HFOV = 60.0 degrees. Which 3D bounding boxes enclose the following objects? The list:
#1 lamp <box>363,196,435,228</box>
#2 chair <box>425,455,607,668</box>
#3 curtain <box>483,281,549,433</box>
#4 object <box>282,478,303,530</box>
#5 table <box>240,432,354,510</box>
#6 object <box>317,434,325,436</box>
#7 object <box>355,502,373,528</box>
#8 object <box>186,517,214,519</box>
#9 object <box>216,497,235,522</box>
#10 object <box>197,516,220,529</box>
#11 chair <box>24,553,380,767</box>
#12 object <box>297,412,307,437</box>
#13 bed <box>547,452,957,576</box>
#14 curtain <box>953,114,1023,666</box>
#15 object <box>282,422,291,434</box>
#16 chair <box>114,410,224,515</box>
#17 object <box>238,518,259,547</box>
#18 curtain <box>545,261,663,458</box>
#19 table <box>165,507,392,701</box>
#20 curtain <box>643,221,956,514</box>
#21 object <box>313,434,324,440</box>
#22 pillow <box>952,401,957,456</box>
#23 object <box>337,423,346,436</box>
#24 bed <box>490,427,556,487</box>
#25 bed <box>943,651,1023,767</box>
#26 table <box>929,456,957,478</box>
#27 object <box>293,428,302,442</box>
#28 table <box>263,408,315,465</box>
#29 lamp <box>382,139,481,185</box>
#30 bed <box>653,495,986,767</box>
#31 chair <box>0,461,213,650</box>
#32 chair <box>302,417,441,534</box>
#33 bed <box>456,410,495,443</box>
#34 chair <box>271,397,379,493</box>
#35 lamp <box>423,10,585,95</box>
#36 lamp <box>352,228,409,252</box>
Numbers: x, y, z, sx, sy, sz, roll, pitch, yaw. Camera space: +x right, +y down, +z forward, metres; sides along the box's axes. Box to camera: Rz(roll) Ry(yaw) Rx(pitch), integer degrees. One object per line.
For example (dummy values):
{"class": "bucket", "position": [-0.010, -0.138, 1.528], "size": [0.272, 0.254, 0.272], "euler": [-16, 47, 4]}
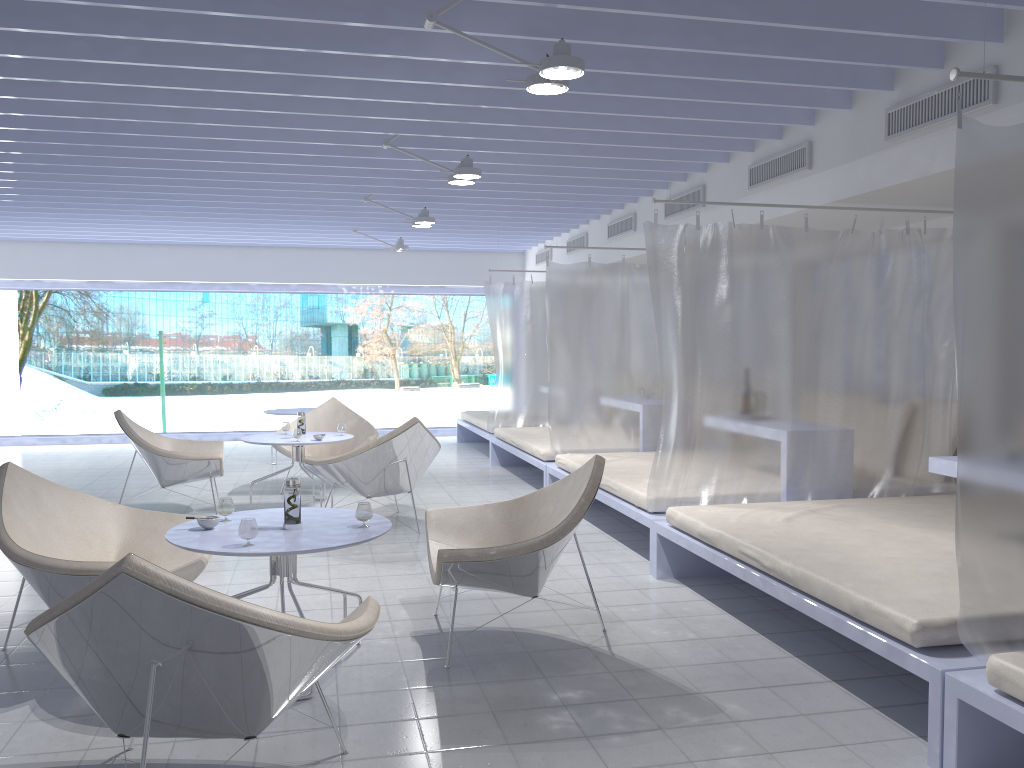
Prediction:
{"class": "lamp", "position": [-0.952, -1.454, 7.444], "size": [0.587, 0.218, 0.380], "euler": [-1, 3, -13]}
{"class": "chair", "position": [0.034, 0.679, 3.727], "size": [0.753, 0.759, 0.906], "euler": [0, 3, -9]}
{"class": "curtain", "position": [0.706, -0.287, 9.151], "size": [2.050, 1.552, 0.151], "euler": [-1, 3, -13]}
{"class": "object", "position": [-0.826, 0.450, 3.336], "size": [0.075, 0.185, 0.075], "euler": [2, 3, 40]}
{"class": "table", "position": [-1.599, 0.664, 6.633], "size": [0.825, 0.534, 0.823], "euler": [-1, 3, -21]}
{"class": "object", "position": [-1.374, 0.366, 6.374], "size": [0.098, 0.016, 0.012], "euler": [2, 3, 44]}
{"class": "object", "position": [-0.562, 0.495, 3.366], "size": [0.068, 0.091, 0.068], "euler": [-1, 3, -23]}
{"class": "object", "position": [-1.168, 0.502, 3.318], "size": [0.098, 0.016, 0.012], "euler": [-1, 3, -13]}
{"class": "object", "position": [-1.122, 0.490, 3.475], "size": [0.068, 0.091, 0.068], "euler": [-1, 3, -23]}
{"class": "object", "position": [-1.136, 0.521, 3.321], "size": [0.082, 0.043, 0.082], "euler": [0, 3, -11]}
{"class": "chair", "position": [-0.840, 0.741, 2.323], "size": [0.906, 0.759, 0.753], "euler": [0, 3, 2]}
{"class": "object", "position": [-1.579, 0.301, 6.646], "size": [0.075, 0.189, 0.075], "euler": [-1, 3, -21]}
{"class": "bed", "position": [1.493, 0.750, 5.973], "size": [2.022, 0.422, 2.200], "euler": [-1, 3, -13]}
{"class": "curtain", "position": [2.193, 0.020, 2.690], "size": [1.998, 1.559, 0.125], "euler": [-1, 3, -14]}
{"class": "object", "position": [-1.746, 0.341, 6.854], "size": [0.068, 0.091, 0.068], "euler": [0, 3, 10]}
{"class": "chair", "position": [-2.501, 0.557, 6.473], "size": [0.753, 0.759, 0.906], "euler": [-1, 3, -17]}
{"class": "object", "position": [-0.907, 0.509, 3.051], "size": [0.068, 0.091, 0.068], "euler": [-1, 3, -23]}
{"class": "curtain", "position": [1.229, -0.171, 6.998], "size": [1.998, 1.559, 0.125], "euler": [-1, 3, -14]}
{"class": "table", "position": [-0.869, 0.808, 3.366], "size": [0.825, 0.534, 0.823], "euler": [-2, 3, -36]}
{"class": "curtain", "position": [1.670, -0.096, 4.844], "size": [2.050, 1.552, 0.151], "euler": [-1, 3, -13]}
{"class": "object", "position": [-1.393, 0.385, 6.400], "size": [0.082, 0.043, 0.082], "euler": [-2, 4, -44]}
{"class": "pillow", "position": [2.574, 0.340, 5.475], "size": [0.231, 0.510, 0.572], "euler": [-1, 3, -12]}
{"class": "object", "position": [-1.294, 0.346, 6.738], "size": [0.068, 0.091, 0.068], "euler": [-1, 3, -20]}
{"class": "bed", "position": [0.996, 0.652, 8.120], "size": [2.016, 0.427, 2.200], "euler": [-1, 3, -13]}
{"class": "bed", "position": [2.442, 0.938, 1.659], "size": [2.016, 0.427, 2.200], "euler": [-1, 3, -13]}
{"class": "table", "position": [2.083, 0.554, 3.294], "size": [0.416, 0.450, 1.065], "euler": [-1, 3, -13]}
{"class": "object", "position": [-1.530, 0.364, 6.326], "size": [0.068, 0.091, 0.068], "euler": [1, 3, 16]}
{"class": "table", "position": [-2.176, 0.546, 9.293], "size": [0.825, 0.534, 0.823], "euler": [2, 3, 34]}
{"class": "lamp", "position": [-0.496, -1.363, 5.407], "size": [0.587, 0.218, 0.380], "euler": [-1, 3, -13]}
{"class": "bed", "position": [1.960, 0.843, 3.815], "size": [2.016, 0.427, 2.200], "euler": [-1, 3, -13]}
{"class": "chair", "position": [-1.674, 0.688, 3.515], "size": [0.753, 0.759, 0.906], "euler": [0, 3, 5]}
{"class": "chair", "position": [-0.849, 0.578, 6.011], "size": [0.906, 0.759, 0.753], "euler": [-2, 3, -42]}
{"class": "bed", "position": [0.529, 0.559, 10.278], "size": [2.022, 0.422, 2.200], "euler": [-1, 3, -13]}
{"class": "chair", "position": [-1.588, 0.506, 7.640], "size": [0.906, 0.759, 0.753], "euler": [0, 3, -2]}
{"class": "lamp", "position": [-0.040, -1.273, 3.369], "size": [0.587, 0.218, 0.380], "euler": [-1, 3, -13]}
{"class": "lamp", "position": [-1.412, -1.545, 9.501], "size": [0.587, 0.218, 0.380], "euler": [-1, 3, -13]}
